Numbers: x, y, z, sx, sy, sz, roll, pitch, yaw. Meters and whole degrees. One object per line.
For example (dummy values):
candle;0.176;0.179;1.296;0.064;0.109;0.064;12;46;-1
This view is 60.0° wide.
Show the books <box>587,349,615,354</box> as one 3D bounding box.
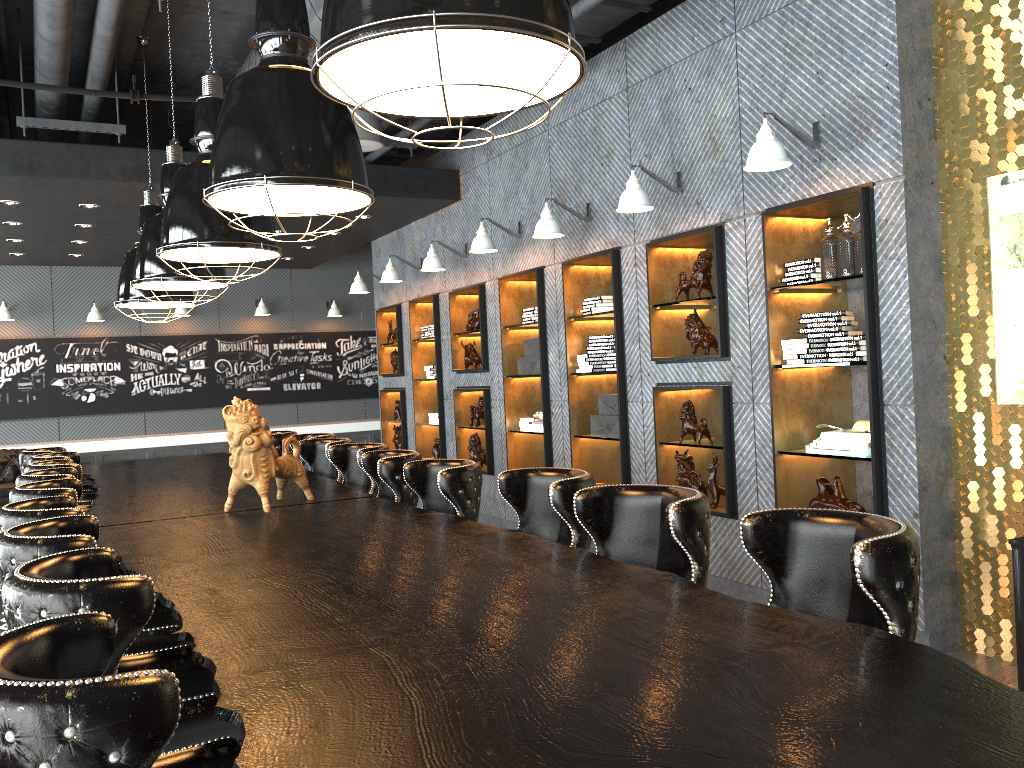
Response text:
books;0.732;-0.251;6.858;0.245;0.028;0.193;-2;1;31

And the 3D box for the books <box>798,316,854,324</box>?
books;1.758;-0.358;4.958;0.245;0.028;0.193;-2;1;42

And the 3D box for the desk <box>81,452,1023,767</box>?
desk;-1.182;1.042;4.083;1.433;0.927;7.593;-3;1;-28

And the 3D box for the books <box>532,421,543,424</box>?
books;0.306;0.333;7.648;0.205;0.019;0.264;-3;1;-29

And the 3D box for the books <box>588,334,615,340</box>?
books;0.744;-0.365;6.873;0.245;0.028;0.193;-2;1;37

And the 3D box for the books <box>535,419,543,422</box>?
books;0.312;0.311;7.658;0.197;0.023;0.248;-3;1;-11

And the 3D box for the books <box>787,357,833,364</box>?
books;1.721;-0.132;5.047;0.245;0.028;0.193;-3;1;-13

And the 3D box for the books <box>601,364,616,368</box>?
books;0.813;-0.140;6.716;0.193;0.028;0.245;-3;1;-17

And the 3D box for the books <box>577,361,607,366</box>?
books;0.668;-0.166;6.986;0.245;0.028;0.193;-3;1;-22

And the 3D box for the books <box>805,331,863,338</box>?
books;1.795;-0.275;4.940;0.245;0.028;0.193;-2;1;45

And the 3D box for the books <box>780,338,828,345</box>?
books;1.688;-0.243;5.043;0.245;0.028;0.193;-3;1;-30

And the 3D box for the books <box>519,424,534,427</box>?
books;0.203;0.362;7.929;0.227;0.024;0.166;-2;1;30

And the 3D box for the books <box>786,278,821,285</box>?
books;1.715;-0.577;5.042;0.193;0.028;0.245;-3;1;-23

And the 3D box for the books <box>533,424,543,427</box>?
books;0.311;0.353;7.652;0.202;0.022;0.228;-3;1;-25

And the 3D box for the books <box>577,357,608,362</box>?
books;0.652;-0.192;6.945;0.245;0.028;0.193;-3;1;-15

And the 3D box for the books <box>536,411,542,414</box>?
books;0.332;0.245;7.661;0.185;0.024;0.212;-3;1;-34

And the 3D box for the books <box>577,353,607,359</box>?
books;0.660;-0.221;6.972;0.245;0.028;0.193;-3;1;-21

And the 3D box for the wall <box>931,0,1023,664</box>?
wall;2.662;-0.839;3.500;0.024;4.382;2.444;-3;0;-28

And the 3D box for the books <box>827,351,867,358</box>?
books;1.861;-0.163;4.788;0.193;0.028;0.245;-3;1;-15

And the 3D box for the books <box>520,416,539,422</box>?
books;0.211;0.311;7.918;0.225;0.029;0.179;-4;1;-43

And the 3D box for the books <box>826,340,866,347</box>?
books;1.866;-0.221;4.814;0.193;0.028;0.245;-3;1;-22

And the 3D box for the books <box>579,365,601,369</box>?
books;0.677;-0.137;6.933;0.245;0.028;0.193;-3;1;-29

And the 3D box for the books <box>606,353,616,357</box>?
books;0.867;-0.228;6.711;0.193;0.028;0.245;-3;1;-33

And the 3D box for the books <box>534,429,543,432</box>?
books;0.312;0.395;7.642;0.167;0.023;0.228;-3;1;-28

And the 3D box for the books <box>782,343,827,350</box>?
books;1.690;-0.215;5.043;0.245;0.028;0.193;-3;1;-33

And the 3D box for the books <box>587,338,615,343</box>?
books;0.731;-0.336;6.872;0.245;0.028;0.193;-2;1;23

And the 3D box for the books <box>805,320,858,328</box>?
books;1.779;-0.330;4.934;0.245;0.028;0.193;-2;1;32

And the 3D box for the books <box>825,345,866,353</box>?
books;1.859;-0.192;4.808;0.193;0.028;0.245;-3;1;-26

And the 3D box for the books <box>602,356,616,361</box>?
books;0.842;-0.199;6.741;0.193;0.028;0.245;-3;1;-38

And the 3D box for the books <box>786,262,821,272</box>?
books;1.716;-0.661;5.032;0.193;0.028;0.245;-3;1;-28

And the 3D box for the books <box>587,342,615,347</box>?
books;0.739;-0.308;6.890;0.245;0.028;0.193;-2;1;32

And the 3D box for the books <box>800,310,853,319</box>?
books;1.761;-0.386;4.961;0.245;0.028;0.193;-2;1;33

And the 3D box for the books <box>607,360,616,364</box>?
books;0.870;-0.172;6.733;0.193;0.028;0.245;-3;1;-32

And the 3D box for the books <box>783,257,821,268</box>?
books;1.705;-0.689;5.051;0.193;0.028;0.245;-3;1;-25

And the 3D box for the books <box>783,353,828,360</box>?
books;1.685;-0.158;5.006;0.245;0.028;0.193;-3;1;-7

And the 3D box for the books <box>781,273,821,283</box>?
books;1.691;-0.604;5.063;0.193;0.028;0.245;-3;1;-24

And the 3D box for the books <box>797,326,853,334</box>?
books;1.738;-0.300;4.922;0.245;0.028;0.193;-2;1;38

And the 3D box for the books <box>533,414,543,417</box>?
books;0.315;0.268;7.646;0.197;0.020;0.206;-3;1;-26

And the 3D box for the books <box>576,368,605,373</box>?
books;0.659;-0.108;6.969;0.245;0.028;0.193;-3;1;-35

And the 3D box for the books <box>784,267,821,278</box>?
books;1.704;-0.633;5.036;0.193;0.028;0.245;-3;1;-26

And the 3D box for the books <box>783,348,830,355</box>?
books;1.699;-0.188;5.048;0.245;0.028;0.193;-3;1;-26

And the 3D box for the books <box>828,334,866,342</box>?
books;1.875;-0.249;4.795;0.193;0.028;0.245;-3;1;-29

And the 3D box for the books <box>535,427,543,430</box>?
books;0.313;0.375;7.651;0.158;0.021;0.224;-3;1;-19

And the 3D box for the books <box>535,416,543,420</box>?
books;0.340;0.288;7.654;0.244;0.023;0.247;-4;1;-43

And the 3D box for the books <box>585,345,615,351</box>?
books;0.722;-0.279;6.856;0.245;0.028;0.193;-2;1;34

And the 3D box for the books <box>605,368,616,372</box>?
books;0.850;-0.114;6.713;0.193;0.028;0.245;-3;1;-24

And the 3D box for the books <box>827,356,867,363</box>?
books;1.863;-0.135;4.786;0.193;0.028;0.245;-3;1;-27
